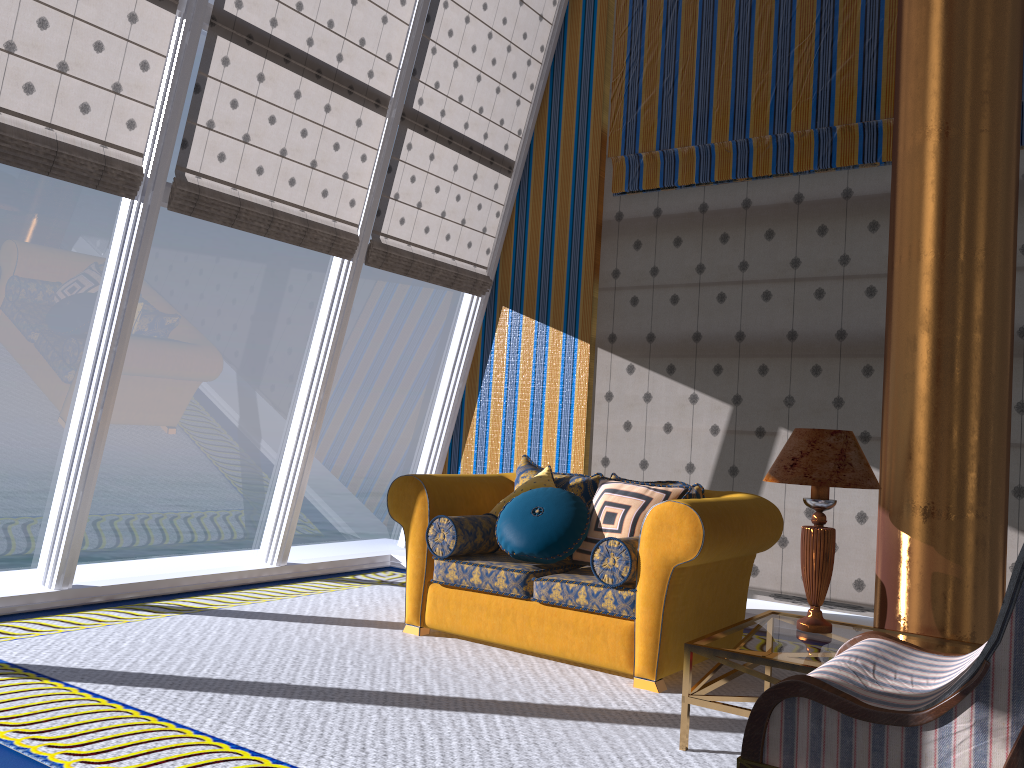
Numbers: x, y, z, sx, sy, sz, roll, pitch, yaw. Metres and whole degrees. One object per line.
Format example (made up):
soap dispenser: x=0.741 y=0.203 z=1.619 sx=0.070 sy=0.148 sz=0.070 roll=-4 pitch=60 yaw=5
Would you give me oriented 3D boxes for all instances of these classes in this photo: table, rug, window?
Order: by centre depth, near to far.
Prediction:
window: x=-4.284 y=-2.098 z=0.839 sx=1.603 sy=5.853 sz=15.628 roll=1 pitch=-4 yaw=34
table: x=1.246 y=1.132 z=3.186 sx=0.965 sy=0.369 sz=0.916 roll=1 pitch=-4 yaw=34
rug: x=0.634 y=1.298 z=3.441 sx=6.194 sy=0.011 sz=3.631 roll=1 pitch=-4 yaw=34

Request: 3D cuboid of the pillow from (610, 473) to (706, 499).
pillow: x=0.677 y=0.776 z=4.546 sx=0.607 sy=0.609 sz=0.343 roll=1 pitch=-4 yaw=39

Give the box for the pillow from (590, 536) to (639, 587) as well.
pillow: x=0.550 y=0.801 z=4.054 sx=0.212 sy=0.219 sz=0.377 roll=1 pitch=-4 yaw=39

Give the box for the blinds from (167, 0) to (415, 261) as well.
blinds: x=-0.983 y=-2.549 z=5.117 sx=0.865 sy=3.392 sz=1.379 roll=1 pitch=-4 yaw=34

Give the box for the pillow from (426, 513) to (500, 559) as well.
pillow: x=-0.243 y=0.788 z=4.627 sx=0.212 sy=0.219 sz=0.381 roll=1 pitch=-4 yaw=39

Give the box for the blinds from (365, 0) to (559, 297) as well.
blinds: x=-0.141 y=-2.422 z=6.352 sx=0.865 sy=3.392 sz=1.379 roll=1 pitch=-4 yaw=34

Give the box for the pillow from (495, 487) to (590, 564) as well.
pillow: x=0.152 y=0.701 z=4.415 sx=0.461 sy=0.367 sz=0.390 roll=4 pitch=-3 yaw=-5

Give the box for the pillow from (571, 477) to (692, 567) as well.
pillow: x=0.574 y=0.702 z=4.378 sx=0.516 sy=0.455 sz=0.331 roll=1 pitch=-4 yaw=34

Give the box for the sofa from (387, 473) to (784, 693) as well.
sofa: x=0.332 y=0.931 z=4.605 sx=1.828 sy=0.854 sz=1.022 roll=1 pitch=-4 yaw=36

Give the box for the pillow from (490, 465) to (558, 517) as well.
pillow: x=0.142 y=0.677 z=4.715 sx=0.605 sy=0.491 sz=0.234 roll=1 pitch=-4 yaw=39

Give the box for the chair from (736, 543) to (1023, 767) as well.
chair: x=1.097 y=0.752 z=2.245 sx=0.776 sy=0.966 sz=0.802 roll=1 pitch=-4 yaw=35

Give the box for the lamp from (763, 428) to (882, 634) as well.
lamp: x=1.207 y=0.571 z=3.486 sx=0.443 sy=0.783 sz=0.449 roll=2 pitch=-3 yaw=19

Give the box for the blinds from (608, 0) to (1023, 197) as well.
blinds: x=1.888 y=-2.840 z=5.804 sx=2.634 sy=2.989 sz=0.153 roll=1 pitch=-4 yaw=34

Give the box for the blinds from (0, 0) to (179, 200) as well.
blinds: x=-1.859 y=-2.680 z=3.834 sx=0.865 sy=3.392 sz=1.379 roll=1 pitch=-4 yaw=34

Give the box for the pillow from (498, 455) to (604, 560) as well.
pillow: x=0.189 y=0.735 z=4.869 sx=0.594 sy=0.672 sz=0.358 roll=1 pitch=-4 yaw=42
